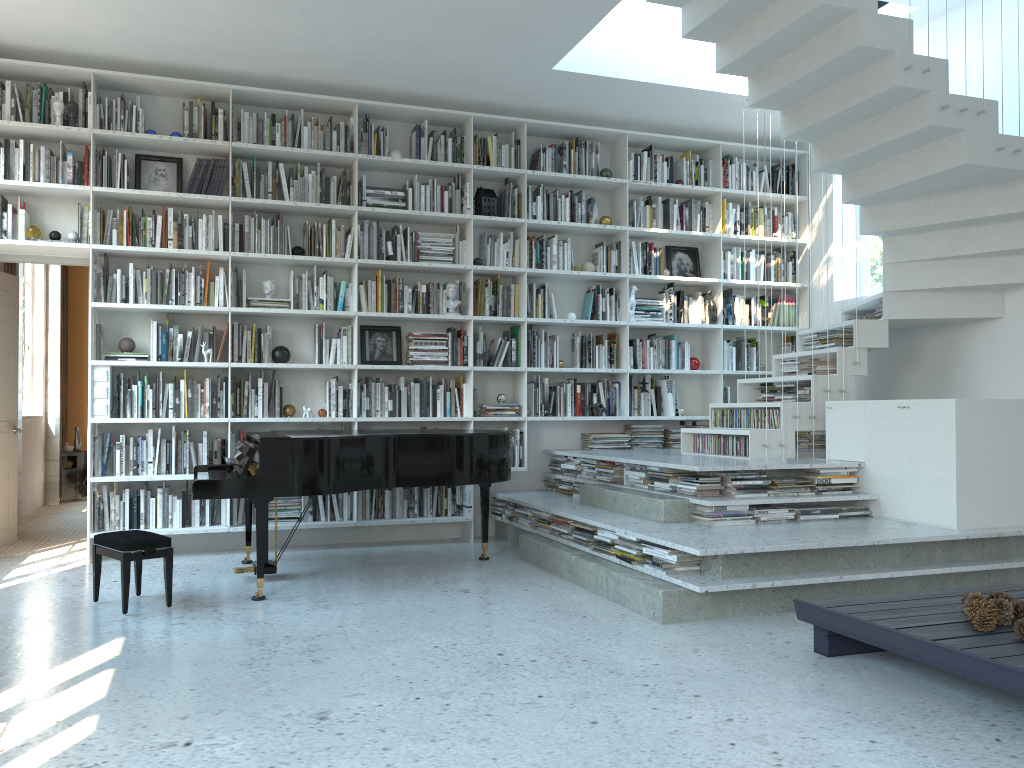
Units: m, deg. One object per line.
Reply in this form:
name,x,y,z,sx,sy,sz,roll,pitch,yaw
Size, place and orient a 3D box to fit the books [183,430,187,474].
books,-2.197,0.457,5.963,0.022,0.290,0.137,0,-1,-19

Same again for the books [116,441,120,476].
books,-2.575,0.488,5.812,0.022,0.220,0.187,0,-1,-19

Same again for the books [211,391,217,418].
books,-2.027,0.140,6.031,0.041,0.181,0.141,0,-1,-19

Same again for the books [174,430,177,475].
books,-2.250,0.454,5.935,0.012,0.295,0.176,0,-1,-19

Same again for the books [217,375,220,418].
books,-1.995,0.087,6.023,0.014,0.286,0.179,0,-1,-19

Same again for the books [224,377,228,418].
books,-1.954,0.092,6.068,0.024,0.280,0.136,0,-1,-19

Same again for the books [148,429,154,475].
books,-2.401,0.451,5.896,0.027,0.299,0.142,0,-1,-19

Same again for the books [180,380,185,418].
books,-2.214,0.102,5.957,0.026,0.254,0.176,0,-1,-19

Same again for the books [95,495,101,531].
books,-2.701,0.840,5.785,0.023,0.216,0.158,0,-1,-19

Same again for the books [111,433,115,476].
books,-2.621,0.462,5.819,0.010,0.273,0.150,0,-1,-19

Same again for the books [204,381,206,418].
books,-2.083,0.107,6.011,0.010,0.246,0.160,0,-1,-19

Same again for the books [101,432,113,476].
books,-2.644,0.456,5.790,0.052,0.283,0.172,0,-1,-19

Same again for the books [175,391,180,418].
books,-2.236,0.137,5.938,0.029,0.181,0.190,0,-1,-19

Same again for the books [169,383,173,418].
books,-2.279,0.113,5.934,0.027,0.230,0.159,0,-1,-19

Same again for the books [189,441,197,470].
books,-2.146,0.494,5.977,0.059,0.216,0.177,0,-1,-19

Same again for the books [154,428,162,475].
books,-2.353,0.447,5.894,0.039,0.307,0.172,0,-1,-19

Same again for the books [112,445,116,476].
books,-2.605,0.500,5.825,0.024,0.197,0.148,0,-1,-19

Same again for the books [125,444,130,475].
books,-2.534,0.499,5.856,0.025,0.200,0.137,0,-1,-19

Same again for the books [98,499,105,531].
books,-2.668,0.852,5.769,0.029,0.190,0.176,0,-1,-19

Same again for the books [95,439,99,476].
books,-2.694,0.478,5.780,0.029,0.239,0.154,0,-1,-19

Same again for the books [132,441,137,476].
books,-2.479,0.487,5.844,0.028,0.223,0.189,0,-1,-19

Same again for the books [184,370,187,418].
books,-2.193,0.068,5.963,0.021,0.323,0.172,0,-1,-19

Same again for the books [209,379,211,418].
books,-2.052,0.101,6.023,0.013,0.260,0.142,0,-1,-19

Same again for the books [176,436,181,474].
books,-2.237,0.475,5.959,0.029,0.254,0.153,0,-1,-19

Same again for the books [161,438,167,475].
books,-2.327,0.482,5.925,0.031,0.238,0.132,0,-1,-19

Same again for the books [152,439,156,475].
books,-2.383,0.484,5.904,0.012,0.232,0.148,0,-1,-19

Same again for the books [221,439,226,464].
books,-1.968,0.489,6.043,0.030,0.230,0.151,0,-1,-19

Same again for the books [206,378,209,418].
books,-2.062,0.097,6.000,0.021,0.265,0.185,0,-1,-19

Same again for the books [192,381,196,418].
books,-2.142,0.105,5.976,0.028,0.249,0.159,0,-1,-19

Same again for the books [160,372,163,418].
books,-2.339,0.075,5.912,0.012,0.306,0.189,0,-1,-19

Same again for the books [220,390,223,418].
books,-1.988,0.138,6.059,0.023,0.187,0.130,0,-1,-19

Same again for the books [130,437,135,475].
books,-2.514,0.476,5.868,0.022,0.248,0.133,0,-1,-19

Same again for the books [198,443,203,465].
books,-2.110,0.502,6.009,0.030,0.203,0.142,0,-1,-19

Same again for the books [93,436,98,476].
books,-2.718,0.471,5.786,0.012,0.254,0.161,0,-1,-19

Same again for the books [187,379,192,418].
books,-2.167,0.099,5.963,0.028,0.260,0.181,0,-1,-19

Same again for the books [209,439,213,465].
books,-2.048,0.490,6.031,0.030,0.227,0.140,0,-1,-19

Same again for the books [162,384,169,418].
books,-2.319,0.113,5.938,0.045,0.230,0.138,0,-1,-19

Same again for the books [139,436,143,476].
books,-2.448,0.473,5.852,0.010,0.252,0.177,0,-1,-19

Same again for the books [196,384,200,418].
books,-2.122,0.115,5.999,0.025,0.229,0.153,0,-1,-19

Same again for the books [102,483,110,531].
books,-2.645,0.801,5.794,0.044,0.293,0.181,0,-1,-19

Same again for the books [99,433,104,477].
books,-2.670,0.458,5.772,0.011,0.277,0.189,0,-1,-19

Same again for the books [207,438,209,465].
books,-2.056,0.483,5.991,0.011,0.239,0.174,0,-1,-19

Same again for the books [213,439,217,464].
books,-2.009,0.489,6.000,0.023,0.228,0.190,0,-1,-19

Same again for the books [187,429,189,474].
books,-2.179,0.452,5.964,0.013,0.301,0.172,0,-1,-19

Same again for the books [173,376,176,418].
books,-2.259,0.087,5.940,0.014,0.282,0.150,0,-1,-19

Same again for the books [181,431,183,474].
books,-2.218,0.460,5.968,0.013,0.284,0.139,0,-1,-19

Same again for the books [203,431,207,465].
books,-2.082,0.459,6.011,0.025,0.288,0.130,0,-1,-19

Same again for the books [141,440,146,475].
books,-2.435,0.485,5.871,0.028,0.229,0.157,0,-1,-19

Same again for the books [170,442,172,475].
books,-2.279,0.497,5.937,0.013,0.209,0.154,0,-1,-19

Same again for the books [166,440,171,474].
books,-2.298,0.489,5.931,0.028,0.224,0.134,0,-1,-19

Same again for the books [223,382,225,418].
books,-1.963,0.111,6.041,0.010,0.240,0.174,0,-1,-19

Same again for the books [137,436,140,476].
books,-2.461,0.471,5.853,0.013,0.257,0.189,0,-1,-19

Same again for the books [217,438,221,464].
books,-1.998,0.486,6.042,0.026,0.235,0.140,0,-1,-19

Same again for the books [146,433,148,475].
books,-2.422,0.464,5.896,0.013,0.273,0.146,0,-1,-19

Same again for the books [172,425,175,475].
books,-2.259,0.438,5.923,0.014,0.325,0.170,0,-1,-19

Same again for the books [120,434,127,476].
books,-2.553,0.465,5.827,0.029,0.266,0.171,0,-1,-19

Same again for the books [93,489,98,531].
books,-2.717,0.820,5.780,0.012,0.254,0.161,0,-1,-19

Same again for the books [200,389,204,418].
books,-2.100,0.133,6.009,0.023,0.194,0.140,0,-1,-19
